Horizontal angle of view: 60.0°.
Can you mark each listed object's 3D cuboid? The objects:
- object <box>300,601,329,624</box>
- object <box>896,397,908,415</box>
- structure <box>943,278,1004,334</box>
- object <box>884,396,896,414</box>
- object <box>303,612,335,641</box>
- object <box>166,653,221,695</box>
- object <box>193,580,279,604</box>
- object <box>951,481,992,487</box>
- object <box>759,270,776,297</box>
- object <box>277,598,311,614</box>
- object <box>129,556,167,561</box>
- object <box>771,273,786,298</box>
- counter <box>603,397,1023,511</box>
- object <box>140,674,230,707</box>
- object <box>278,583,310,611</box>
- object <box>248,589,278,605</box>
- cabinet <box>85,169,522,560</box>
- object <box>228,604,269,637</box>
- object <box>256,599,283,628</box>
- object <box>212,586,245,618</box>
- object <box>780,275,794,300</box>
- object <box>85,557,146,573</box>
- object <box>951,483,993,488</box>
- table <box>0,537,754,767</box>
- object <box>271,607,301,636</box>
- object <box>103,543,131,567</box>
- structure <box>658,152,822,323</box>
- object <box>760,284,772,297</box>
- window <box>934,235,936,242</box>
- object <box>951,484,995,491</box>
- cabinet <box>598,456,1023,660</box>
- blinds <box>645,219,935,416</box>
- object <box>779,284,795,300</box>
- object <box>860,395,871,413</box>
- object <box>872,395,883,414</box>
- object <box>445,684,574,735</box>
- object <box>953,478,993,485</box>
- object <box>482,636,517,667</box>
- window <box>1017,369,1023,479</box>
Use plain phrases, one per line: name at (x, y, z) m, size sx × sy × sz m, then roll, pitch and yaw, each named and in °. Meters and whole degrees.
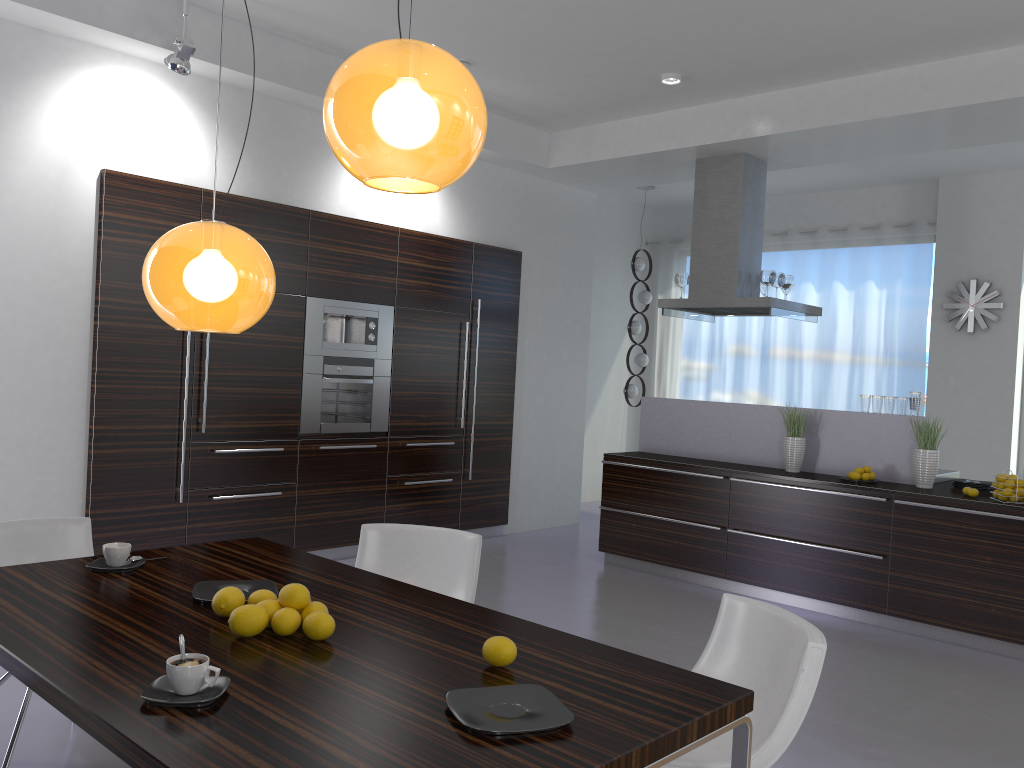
object at (-0.499, 0.587, 2.244) m, size 0.070 × 0.068 × 0.083 m, roll 3°, pitch 1°, yaw 12°
object at (2.582, 0.146, 5.873) m, size 0.071 × 0.119 × 0.072 m, roll 3°, pitch 1°, yaw -7°
structure at (4.238, -0.718, 8.160) m, size 0.505 × 0.505 × 0.076 m, roll 4°, pitch 1°, yaw 43°
object at (2.523, 0.142, 5.928) m, size 0.071 × 0.119 × 0.072 m, roll 3°, pitch 1°, yaw -7°
object at (-0.471, 0.589, 2.160) m, size 0.070 × 0.068 × 0.083 m, roll 2°, pitch 1°, yaw -43°
object at (-0.638, 0.582, 1.771) m, size 0.101 × 0.064 × 0.081 m, roll 3°, pitch 1°, yaw -23°
object at (-0.786, 0.593, 2.523) m, size 0.232 × 0.020 × 0.232 m, roll 3°, pitch 1°, yaw -19°
object at (2.982, 0.648, 5.736) m, size 0.232 × 0.020 × 0.232 m, roll 2°, pitch 1°, yaw -44°
object at (1.952, -0.754, 6.778) m, size 0.125 × 0.221 × 0.125 m, roll 3°, pitch 1°, yaw -23°
object at (-0.567, 0.576, 2.304) m, size 0.076 × 0.080 × 0.094 m, roll 4°, pitch 1°, yaw 44°
object at (-1.173, 0.560, 2.860) m, size 0.032 × 0.028 × 0.155 m, roll 3°, pitch 1°, yaw 24°
object at (2.058, -0.750, 6.895) m, size 0.125 × 0.221 × 0.125 m, roll 3°, pitch 1°, yaw -23°
counter at (2.346, 0.838, 6.242) m, size 3.291 × 1.300 × 1.302 m, roll 4°, pitch 1°, yaw 43°
object at (-0.649, 0.613, 1.768) m, size 0.154 × 0.020 × 0.154 m, roll 3°, pitch 1°, yaw -2°
object at (-0.550, 0.538, 2.241) m, size 0.070 × 0.068 × 0.083 m, roll 2°, pitch 1°, yaw -43°
object at (-0.657, 0.577, 2.338) m, size 0.070 × 0.068 × 0.083 m, roll 2°, pitch 1°, yaw -43°
cabinet at (-1.403, 0.032, 6.654) m, size 0.669 × 2.500 × 3.600 m, roll 4°, pitch 1°, yaw 43°
object at (-0.642, 0.576, 2.159) m, size 0.094 × 0.077 × 0.079 m, roll 3°, pitch 1°, yaw -3°
object at (-0.617, 0.579, 2.237) m, size 0.081 × 0.071 × 0.069 m, roll 3°, pitch 1°, yaw 20°
object at (-0.738, 0.569, 2.311) m, size 0.079 × 0.077 × 0.094 m, roll 3°, pitch 1°, yaw 17°
object at (2.158, -0.747, 7.003) m, size 0.125 × 0.221 × 0.125 m, roll 3°, pitch 1°, yaw -23°
object at (-1.234, 0.565, 2.764) m, size 0.154 × 0.020 × 0.154 m, roll 3°, pitch 1°, yaw -1°
object at (2.982, 0.658, 5.736) m, size 0.232 × 0.020 × 0.232 m, roll 2°, pitch 1°, yaw -39°
table at (-0.613, 1.006, 2.254) m, size 2.046 × 0.783 × 1.127 m, roll 4°, pitch 1°, yaw 43°
object at (-0.556, 0.585, 2.181) m, size 0.070 × 0.068 × 0.083 m, roll 3°, pitch 1°, yaw 12°
object at (-1.236, 0.534, 2.773) m, size 0.081 × 0.064 × 0.101 m, roll 3°, pitch 1°, yaw -21°
structure at (1.882, -1.140, 7.201) m, size 0.981 × 1.231 × 0.915 m, roll 4°, pitch 1°, yaw 43°
object at (2.095, -0.733, 7.362) m, size 0.137 × 0.174 × 0.137 m, roll 3°, pitch 1°, yaw 8°
window at (3.069, -0.282, 9.684) m, size 3.000 × 2.500 × 0.100 m, roll 4°, pitch 1°, yaw 43°
object at (2.981, 0.668, 5.736) m, size 0.232 × 0.020 × 0.232 m, roll 2°, pitch 1°, yaw -39°
cabinet at (2.325, 1.062, 6.239) m, size 3.285 × 0.852 × 1.377 m, roll 4°, pitch 1°, yaw 43°
blinds at (2.788, -0.109, 9.633) m, size 3.245 × 3.112 × 0.120 m, roll 4°, pitch 1°, yaw 43°
object at (2.234, -0.723, 7.233) m, size 0.137 × 0.174 × 0.137 m, roll 3°, pitch 1°, yaw 8°
object at (2.404, 0.134, 6.037) m, size 0.072 × 0.119 × 0.071 m, roll 3°, pitch 1°, yaw 3°
object at (2.464, 0.138, 5.983) m, size 0.071 × 0.119 × 0.072 m, roll 3°, pitch 1°, yaw -7°
object at (-0.008, 0.647, 1.760) m, size 0.232 × 0.020 × 0.232 m, roll 3°, pitch 1°, yaw -19°
object at (2.915, 0.568, 5.908) m, size 0.269 × 0.147 × 0.646 m, roll 3°, pitch 1°, yaw -22°
object at (-0.029, 0.615, 2.039) m, size 0.070 × 0.068 × 0.083 m, roll 2°, pitch 1°, yaw -43°
window at (5.819, -0.095, 7.142) m, size 3.000 × 2.500 × 0.100 m, roll 4°, pitch 1°, yaw 43°
